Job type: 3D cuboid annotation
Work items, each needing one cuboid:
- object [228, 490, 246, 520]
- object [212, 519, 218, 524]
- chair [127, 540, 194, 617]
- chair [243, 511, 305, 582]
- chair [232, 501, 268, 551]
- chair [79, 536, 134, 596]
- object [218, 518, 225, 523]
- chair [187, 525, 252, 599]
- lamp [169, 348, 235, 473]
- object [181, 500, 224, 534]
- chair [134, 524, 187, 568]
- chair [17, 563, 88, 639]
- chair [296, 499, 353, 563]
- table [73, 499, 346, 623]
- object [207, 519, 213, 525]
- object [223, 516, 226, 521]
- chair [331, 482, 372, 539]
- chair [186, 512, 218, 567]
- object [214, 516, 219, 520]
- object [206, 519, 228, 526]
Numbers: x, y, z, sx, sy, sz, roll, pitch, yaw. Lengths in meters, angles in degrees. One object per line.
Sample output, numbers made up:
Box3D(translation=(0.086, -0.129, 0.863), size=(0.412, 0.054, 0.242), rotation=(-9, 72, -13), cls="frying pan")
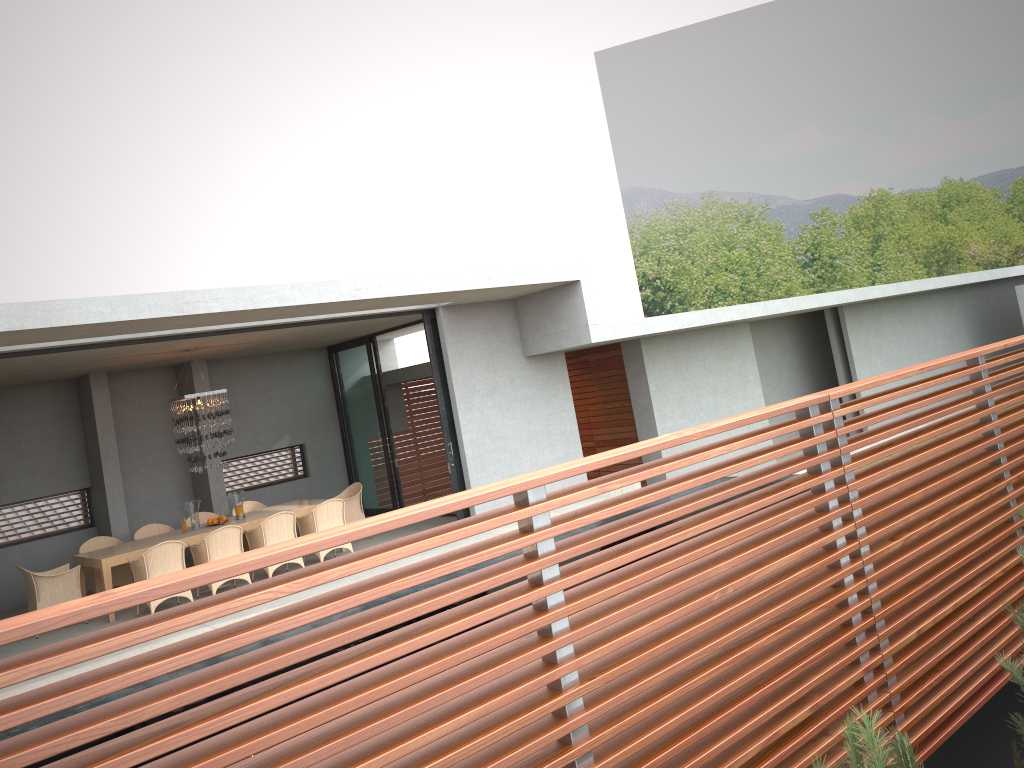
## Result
Box3D(translation=(-3.863, 1.715, 12.483), size=(0.191, 0.389, 0.193), rotation=(-12, -4, 31), cls="object")
Box3D(translation=(-4.096, 1.904, 12.200), size=(0.081, 0.081, 0.080), rotation=(-10, -2, -12), cls="object")
Box3D(translation=(-4.231, 2.325, 10.672), size=(0.620, 0.868, 0.624), rotation=(-8, -4, -41), cls="chair")
Box3D(translation=(-3.122, 2.118, 11.641), size=(0.620, 0.868, 0.624), rotation=(-8, -4, -41), cls="chair")
Box3D(translation=(-3.980, 2.256, 13.757), size=(0.620, 0.868, 0.624), rotation=(-8, -4, -41), cls="chair")
Box3D(translation=(-5.643, 2.566, 12.303), size=(0.620, 0.868, 0.624), rotation=(-8, -4, -41), cls="chair")
Box3D(translation=(-4.028, 1.887, 12.247), size=(0.086, 0.087, 0.087), rotation=(-12, -3, 40), cls="object")
Box3D(translation=(-3.676, 2.221, 11.156), size=(0.620, 0.868, 0.624), rotation=(-8, -4, -41), cls="chair")
Box3D(translation=(-4.421, 0.374, 12.535), size=(0.622, 1.766, 0.611), rotation=(-7, -5, -41), cls="lamp")
Box3D(translation=(-4.285, 1.793, 12.174), size=(0.543, 0.388, 0.322), rotation=(-10, -2, -25), cls="object")
Box3D(translation=(-5.089, 2.463, 12.788), size=(0.620, 0.868, 0.624), rotation=(-8, -4, -41), cls="chair")
Box3D(translation=(-5.664, 2.581, 10.845), size=(0.633, 0.868, 0.611), rotation=(-8, -4, -41), cls="chair")
Box3D(translation=(-2.567, 2.014, 12.125), size=(0.620, 0.868, 0.624), rotation=(-8, -4, -41), cls="chair")
Box3D(translation=(-4.086, 2.340, 12.207), size=(3.276, 0.761, 1.268), rotation=(-10, -1, -41), cls="table")
Box3D(translation=(-4.174, 1.913, 12.240), size=(0.093, 0.095, 0.095), rotation=(-12, -2, 39), cls="object")
Box3D(translation=(-4.036, 1.885, 12.339), size=(0.093, 0.095, 0.095), rotation=(-12, -2, 38), cls="object")
Box3D(translation=(-2.576, 2.005, 13.600), size=(0.633, 0.868, 0.611), rotation=(-8, -4, -41), cls="chair")
Box3D(translation=(-4.534, 2.359, 13.272), size=(0.620, 0.868, 0.624), rotation=(-8, -4, -41), cls="chair")
Box3D(translation=(-4.091, 1.857, 12.249), size=(0.070, 0.048, 0.071), rotation=(-10, -1, 10), cls="object")
Box3D(translation=(-4.095, 1.938, 12.287), size=(0.308, 0.034, 0.310), rotation=(-10, 0, 18), cls="object")
